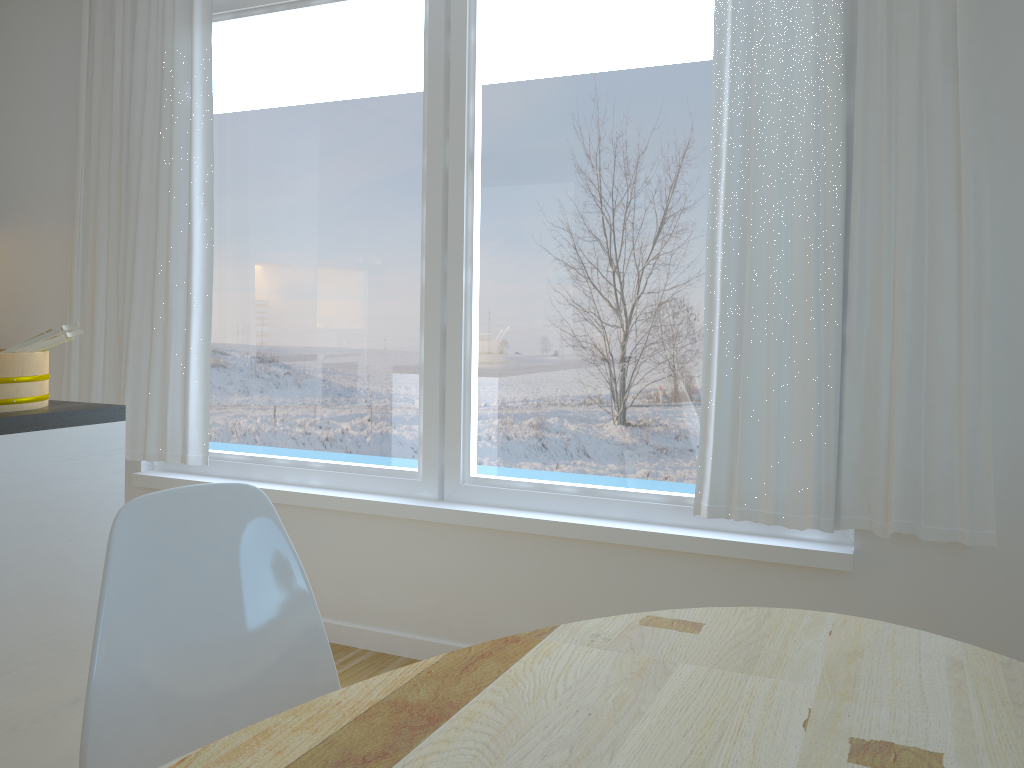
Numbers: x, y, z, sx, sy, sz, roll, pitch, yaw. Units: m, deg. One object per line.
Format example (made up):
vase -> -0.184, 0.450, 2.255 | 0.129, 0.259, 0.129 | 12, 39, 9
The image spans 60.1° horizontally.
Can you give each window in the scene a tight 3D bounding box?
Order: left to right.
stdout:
window -> -0.219, -0.550, 3.154 | 2.728, 1.917, 0.088 | 2, 1, 24

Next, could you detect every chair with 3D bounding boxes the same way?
chair -> -0.343, 0.629, 1.268 | 0.523, 0.901, 0.430 | 2, 1, 44

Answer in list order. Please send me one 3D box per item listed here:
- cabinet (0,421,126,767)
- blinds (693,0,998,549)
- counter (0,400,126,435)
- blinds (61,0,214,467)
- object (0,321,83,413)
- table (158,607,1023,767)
cabinet -> -1.758, 0.603, 1.288 | 0.601, 0.909, 2.404 | 1, 3, 24
blinds -> 0.904, -0.668, 2.435 | 0.795, 2.159, 0.150 | 1, 0, 25
counter -> -1.752, 0.129, 1.286 | 0.601, 0.040, 2.404 | 3, 4, 24
blinds -> -1.526, -0.776, 3.529 | 0.795, 2.159, 0.150 | 1, 0, 24
object -> -1.313, -0.050, 2.160 | 0.430, 0.214, 0.379 | -2, 4, -38
table -> 0.053, 0.781, 0.386 | 1.194, 0.724, 2.193 | 2, 4, 23
